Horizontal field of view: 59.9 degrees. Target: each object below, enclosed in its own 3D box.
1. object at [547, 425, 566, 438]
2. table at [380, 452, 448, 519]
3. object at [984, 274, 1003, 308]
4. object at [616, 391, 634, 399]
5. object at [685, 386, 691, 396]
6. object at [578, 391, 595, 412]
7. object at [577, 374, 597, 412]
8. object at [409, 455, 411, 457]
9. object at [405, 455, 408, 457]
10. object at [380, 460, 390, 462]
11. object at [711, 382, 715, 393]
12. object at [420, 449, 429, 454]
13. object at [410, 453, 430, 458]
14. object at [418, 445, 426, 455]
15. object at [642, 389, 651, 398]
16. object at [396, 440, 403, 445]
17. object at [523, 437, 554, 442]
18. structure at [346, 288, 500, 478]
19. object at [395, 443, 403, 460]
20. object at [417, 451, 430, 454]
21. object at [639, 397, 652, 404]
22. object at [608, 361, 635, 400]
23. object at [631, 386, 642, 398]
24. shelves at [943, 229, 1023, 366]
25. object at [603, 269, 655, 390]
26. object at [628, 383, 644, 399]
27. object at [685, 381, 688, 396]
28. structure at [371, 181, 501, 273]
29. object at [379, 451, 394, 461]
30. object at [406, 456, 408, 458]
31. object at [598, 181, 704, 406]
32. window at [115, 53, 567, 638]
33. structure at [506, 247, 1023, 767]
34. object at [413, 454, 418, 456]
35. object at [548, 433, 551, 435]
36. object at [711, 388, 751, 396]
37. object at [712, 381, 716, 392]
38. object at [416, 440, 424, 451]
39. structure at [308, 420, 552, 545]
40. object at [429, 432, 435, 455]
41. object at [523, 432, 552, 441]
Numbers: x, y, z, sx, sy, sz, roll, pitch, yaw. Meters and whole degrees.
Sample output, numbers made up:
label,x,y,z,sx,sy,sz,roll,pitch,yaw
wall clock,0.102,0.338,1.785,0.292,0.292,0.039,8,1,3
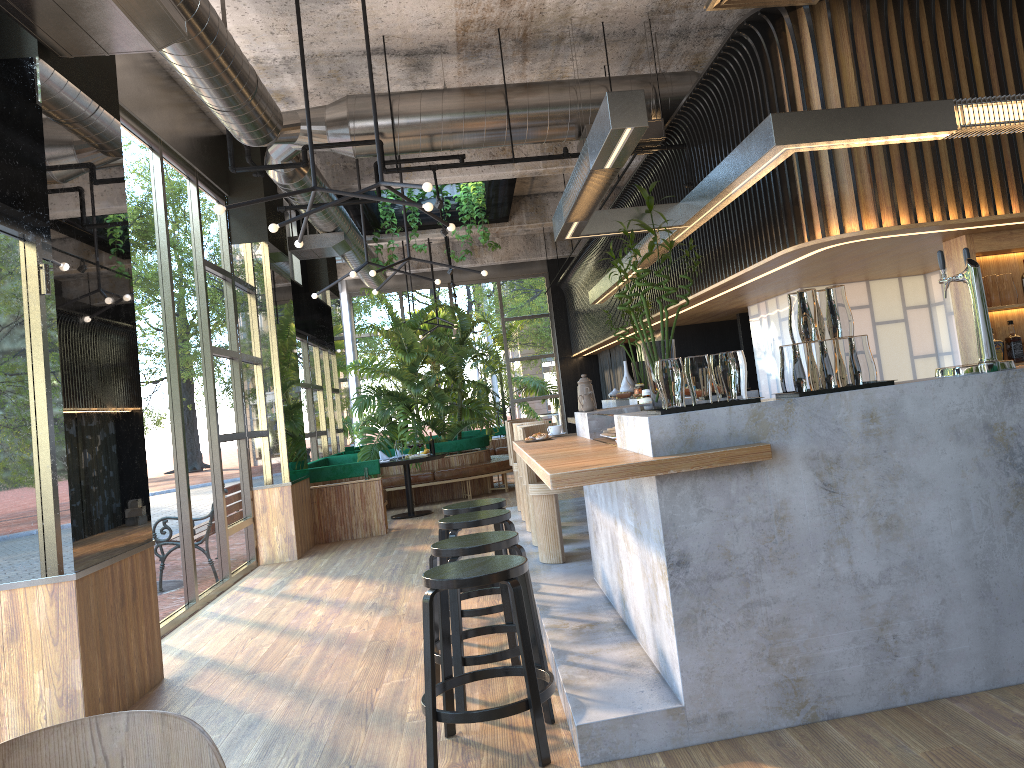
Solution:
label,x,y,z,sx,sy,sz,roll,pitch,yaw
object,0.199,0.323,5.780,0.174,0.073,0.433,-8,-1,31
table,-1.353,1.344,11.610,1.154,0.754,1.042,-5,-3,-37
object,3.150,-0.609,5.823,0.101,0.210,0.109,-9,-5,29
object,1.168,0.114,9.246,0.190,0.073,0.230,-7,-1,15
object,1.295,0.045,6.360,0.190,0.073,0.230,-7,-1,15
object,0.458,0.109,5.446,0.100,0.120,0.087,-7,-4,3
object,0.464,0.055,5.651,0.124,0.235,0.204,-4,-4,-37
object,-1.341,0.948,11.646,0.032,0.031,0.040,-8,-3,20
object,-1.405,0.963,11.817,0.024,0.025,0.047,-8,-2,14
object,-1.655,0.988,11.388,0.258,0.019,0.155,-7,-1,-6
object,1.309,-0.033,5.890,0.100,0.210,0.110,-10,-5,39
object,-1.149,0.888,11.687,0.100,0.064,0.161,-5,-2,-34
object,-1.192,0.936,11.681,0.238,0.019,0.354,-7,-1,6
object,-1.176,0.860,11.596,0.145,0.124,0.096,-6,-4,-25
object,1.077,0.157,7.046,0.071,0.233,0.077,-9,-5,27
object,-1.468,0.854,11.582,0.096,0.246,0.089,-5,-5,-22
object,0.167,0.354,5.638,0.197,0.013,0.215,-8,-1,31
structure,-1.440,0.103,14.051,2.515,3.450,2.569,-5,-4,-20
object,-1.451,0.867,11.416,0.101,0.210,0.109,-9,-5,29
object,-1.181,0.908,11.782,0.193,0.038,0.063,-8,-2,28
object,1.029,0.189,6.819,0.113,0.172,0.134,-6,-4,-11
object,1.206,-0.047,9.507,0.303,0.399,0.332,-10,-5,43
object,1.242,0.082,8.892,0.085,0.107,0.161,-10,-4,41
shelves,3.601,-0.037,5.899,1.127,2.064,0.275,-6,-5,-8
object,1.324,-0.492,9.550,0.642,1.555,0.610,-10,-5,33
object,1.216,0.066,8.636,0.211,0.135,0.799,-7,-1,3
object,1.270,0.009,6.614,0.103,0.162,0.107,-9,-4,29
structure,-1.014,-2.422,12.917,2.094,1.522,1.459,-8,-3,23
object,-1.661,0.938,11.648,0.241,0.139,0.223,-6,-2,-22
object,-1.383,0.960,11.701,0.033,0.019,0.038,-7,-2,7
object,0.869,-0.513,5.417,0.676,1.555,0.580,-7,-4,0
window,-0.899,-1.690,7.622,4.191,6.518,20.050,-7,-1,-3
structure,2.911,0.234,7.063,5.923,1.737,7.014,-7,-1,-5
object,-1.250,0.926,11.671,0.102,0.013,0.219,-7,-1,1
object,0.240,0.344,5.982,0.030,0.027,0.129,-5,-2,-27
object,1.360,0.055,5.773,0.276,0.019,0.431,-7,-1,-4
object,1.322,-0.038,5.665,0.100,0.210,0.110,-10,-5,39
object,-1.232,0.854,11.912,0.105,0.201,0.099,-6,-4,-16
structure,0.494,0.637,7.581,6.105,1.555,19.805,-7,-1,-3
object,-1.048,0.775,11.580,0.067,0.300,0.069,-8,-5,11
object,0.169,0.335,5.634,0.155,0.053,0.161,-8,-2,39
